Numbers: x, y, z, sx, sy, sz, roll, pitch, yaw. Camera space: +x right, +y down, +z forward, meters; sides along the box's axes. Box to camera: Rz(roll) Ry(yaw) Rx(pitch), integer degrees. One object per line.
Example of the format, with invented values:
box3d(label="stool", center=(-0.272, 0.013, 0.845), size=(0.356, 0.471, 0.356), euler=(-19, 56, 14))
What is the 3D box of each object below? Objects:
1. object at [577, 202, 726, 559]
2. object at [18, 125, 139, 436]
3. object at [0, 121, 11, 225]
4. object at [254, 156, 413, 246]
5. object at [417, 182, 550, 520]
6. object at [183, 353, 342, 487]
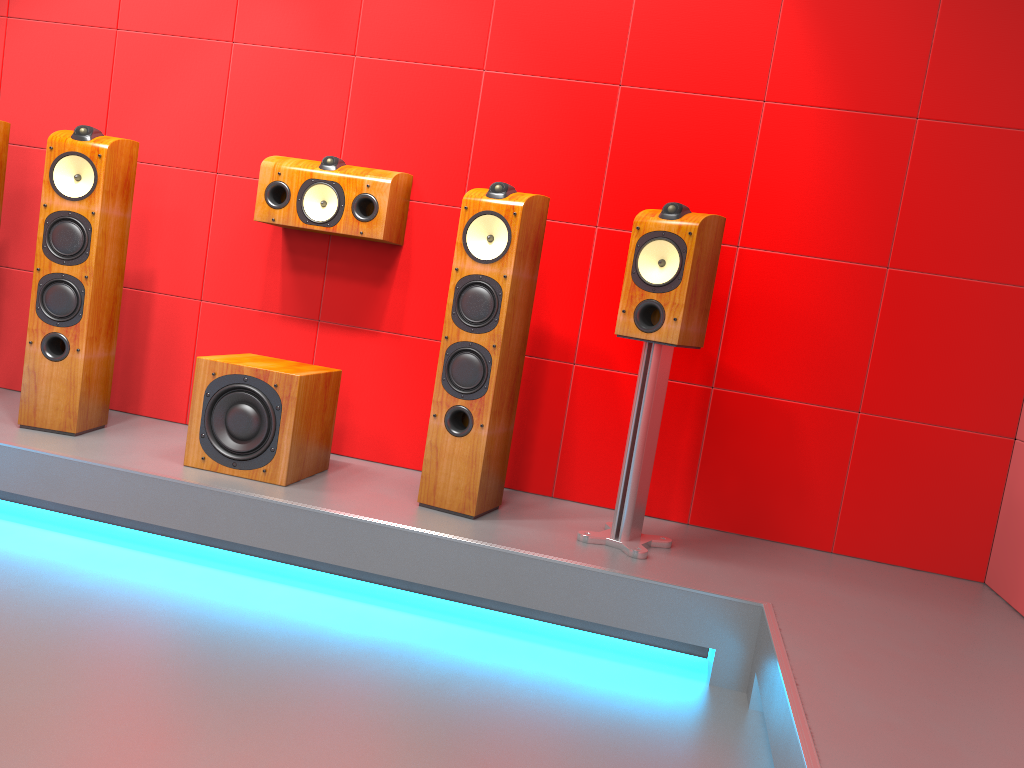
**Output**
box3d(label="object", center=(0.437, -0.020, 2.739), size=(0.231, 1.058, 0.265), euler=(12, 6, 30))
box3d(label="object", center=(-1.515, -0.362, 3.104), size=(0.203, 1.052, 0.238), euler=(9, 5, 0))
box3d(label="object", center=(-2.015, -0.453, 3.197), size=(0.231, 1.058, 0.265), euler=(8, 6, -9))
box3d(label="object", center=(-0.648, -0.685, 3.239), size=(0.493, 0.271, 0.235), euler=(10, 6, 10))
box3d(label="object", center=(-0.091, -0.113, 2.861), size=(0.203, 1.052, 0.238), euler=(11, 6, 20))
box3d(label="object", center=(-0.834, 0.109, 2.997), size=(0.360, 0.360, 0.360), euler=(10, 6, 10))
